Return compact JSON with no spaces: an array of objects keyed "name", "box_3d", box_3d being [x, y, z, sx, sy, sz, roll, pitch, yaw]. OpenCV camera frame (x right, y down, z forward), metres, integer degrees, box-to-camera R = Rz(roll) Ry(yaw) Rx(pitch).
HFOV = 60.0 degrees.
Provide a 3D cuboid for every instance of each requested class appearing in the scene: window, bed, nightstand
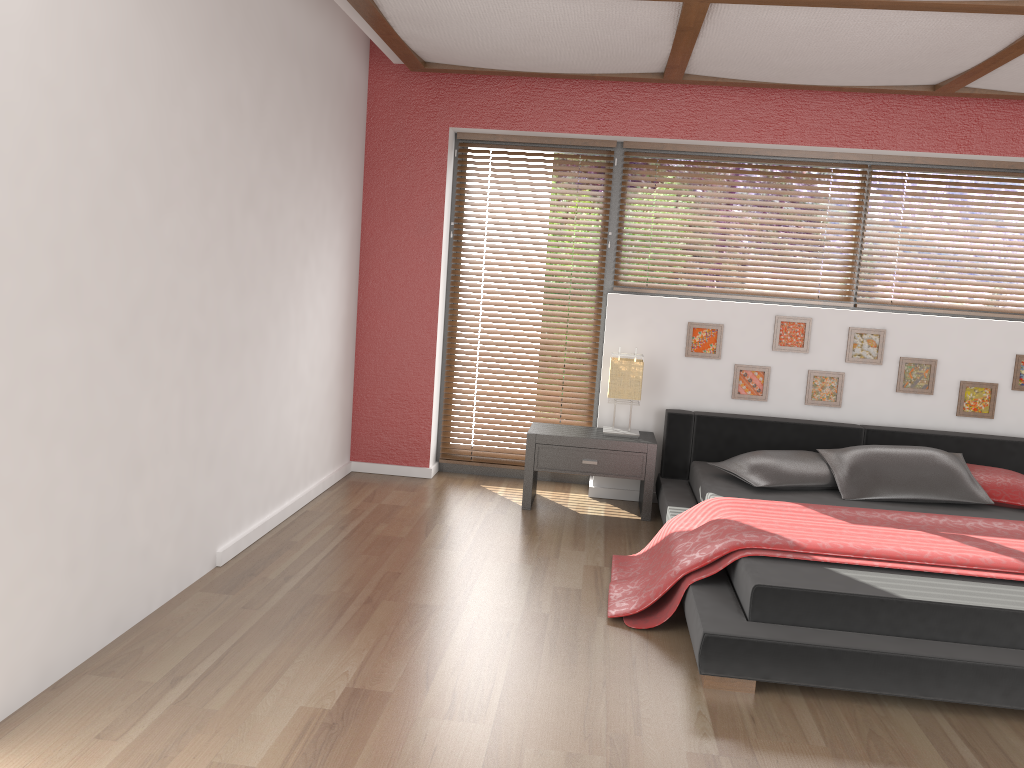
[{"name":"window","box_3d":[2.063,-0.887,5.260,2.817,0.786,0.020,5,7,6]},{"name":"bed","box_3d":[1.669,0.622,3.850,2.469,0.577,2.413,5,7,6]},{"name":"window","box_3d":[0.088,-0.505,5.510,0.889,1.893,0.020,5,7,6]},{"name":"nightstand","box_3d":[0.434,0.482,4.976,0.700,0.423,0.413,5,7,6]}]

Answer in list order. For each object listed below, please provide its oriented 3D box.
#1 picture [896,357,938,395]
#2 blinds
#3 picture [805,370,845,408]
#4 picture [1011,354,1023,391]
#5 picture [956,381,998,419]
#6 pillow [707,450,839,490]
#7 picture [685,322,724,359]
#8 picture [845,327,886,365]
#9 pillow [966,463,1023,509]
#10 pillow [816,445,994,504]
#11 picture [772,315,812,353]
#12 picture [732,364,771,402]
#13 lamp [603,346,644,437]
[{"name":"picture","box_3d":[2.269,-0.045,4.973,0.200,0.200,0.010,5,7,6]},{"name":"blinds","box_3d":[2.012,-0.307,5.260,4.840,1.952,0.032,5,7,6]},{"name":"picture","box_3d":[1.775,0.027,5.033,0.200,0.200,0.010,5,7,6]},{"name":"picture","box_3d":[2.883,-0.057,4.907,0.200,0.200,0.010,5,7,6]},{"name":"picture","box_3d":[2.598,0.089,4.953,0.200,0.200,0.010,5,7,6]},{"name":"pillow","box_3d":[1.430,0.436,4.527,0.745,0.172,0.418,2,7,-19]},{"name":"picture","box_3d":[1.100,-0.248,5.074,0.200,0.200,0.010,5,7,6]},{"name":"picture","box_3d":[1.988,-0.213,4.984,0.200,0.200,0.010,5,7,6]},{"name":"pillow","box_3d":[2.340,0.503,4.493,0.745,0.172,0.418,7,7,24]},{"name":"pillow","box_3d":[1.933,0.435,4.387,0.744,0.241,0.386,4,7,1]},{"name":"picture","box_3d":[1.585,-0.281,5.019,0.200,0.200,0.010,5,7,6]},{"name":"picture","box_3d":[1.367,-0.007,5.072,0.200,0.200,0.010,5,7,6]},{"name":"lamp","box_3d":[0.628,0.033,4.947,0.200,0.480,0.200,5,7,6]}]
